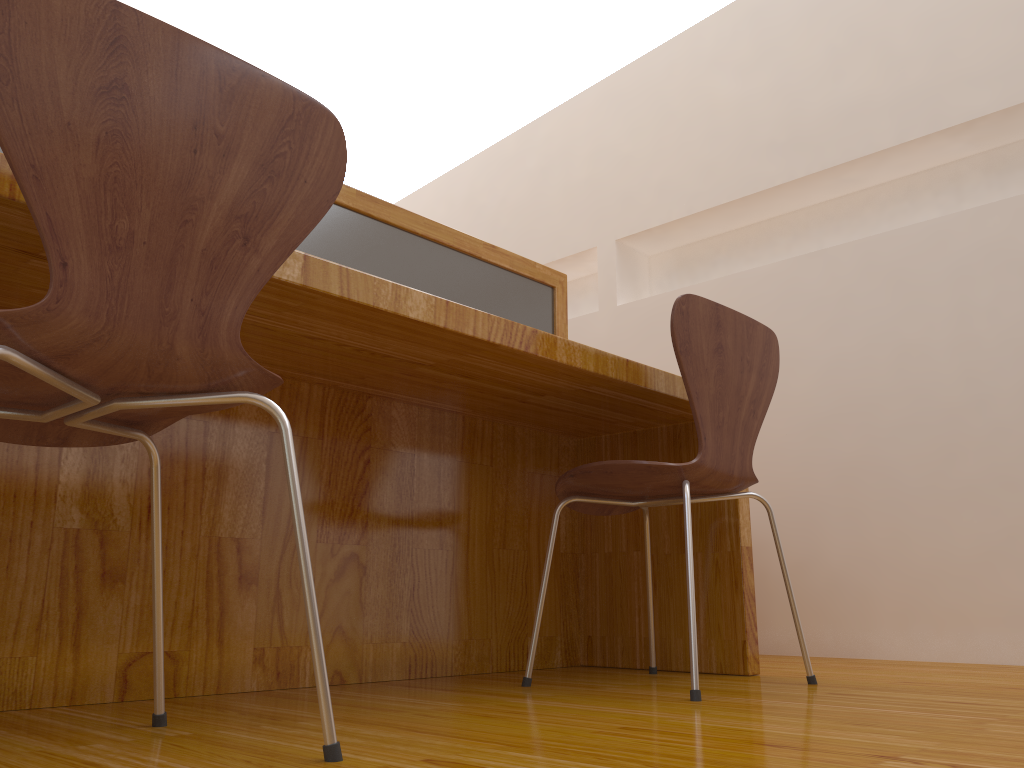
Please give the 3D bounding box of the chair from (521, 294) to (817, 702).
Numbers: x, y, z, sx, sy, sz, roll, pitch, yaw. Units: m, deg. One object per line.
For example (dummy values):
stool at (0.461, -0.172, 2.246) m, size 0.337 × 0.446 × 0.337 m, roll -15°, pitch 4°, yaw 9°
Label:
chair at (0.297, 0.230, 1.728) m, size 0.381 × 0.693 × 0.428 m, roll -13°, pitch -19°, yaw 42°

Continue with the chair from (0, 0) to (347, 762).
chair at (-0.442, 0.027, 0.912) m, size 0.381 × 0.693 × 0.428 m, roll -13°, pitch -19°, yaw 42°

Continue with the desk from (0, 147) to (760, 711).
desk at (-1.028, -0.059, 1.283) m, size 1.248 × 1.022 × 3.216 m, roll -13°, pitch -19°, yaw 42°
